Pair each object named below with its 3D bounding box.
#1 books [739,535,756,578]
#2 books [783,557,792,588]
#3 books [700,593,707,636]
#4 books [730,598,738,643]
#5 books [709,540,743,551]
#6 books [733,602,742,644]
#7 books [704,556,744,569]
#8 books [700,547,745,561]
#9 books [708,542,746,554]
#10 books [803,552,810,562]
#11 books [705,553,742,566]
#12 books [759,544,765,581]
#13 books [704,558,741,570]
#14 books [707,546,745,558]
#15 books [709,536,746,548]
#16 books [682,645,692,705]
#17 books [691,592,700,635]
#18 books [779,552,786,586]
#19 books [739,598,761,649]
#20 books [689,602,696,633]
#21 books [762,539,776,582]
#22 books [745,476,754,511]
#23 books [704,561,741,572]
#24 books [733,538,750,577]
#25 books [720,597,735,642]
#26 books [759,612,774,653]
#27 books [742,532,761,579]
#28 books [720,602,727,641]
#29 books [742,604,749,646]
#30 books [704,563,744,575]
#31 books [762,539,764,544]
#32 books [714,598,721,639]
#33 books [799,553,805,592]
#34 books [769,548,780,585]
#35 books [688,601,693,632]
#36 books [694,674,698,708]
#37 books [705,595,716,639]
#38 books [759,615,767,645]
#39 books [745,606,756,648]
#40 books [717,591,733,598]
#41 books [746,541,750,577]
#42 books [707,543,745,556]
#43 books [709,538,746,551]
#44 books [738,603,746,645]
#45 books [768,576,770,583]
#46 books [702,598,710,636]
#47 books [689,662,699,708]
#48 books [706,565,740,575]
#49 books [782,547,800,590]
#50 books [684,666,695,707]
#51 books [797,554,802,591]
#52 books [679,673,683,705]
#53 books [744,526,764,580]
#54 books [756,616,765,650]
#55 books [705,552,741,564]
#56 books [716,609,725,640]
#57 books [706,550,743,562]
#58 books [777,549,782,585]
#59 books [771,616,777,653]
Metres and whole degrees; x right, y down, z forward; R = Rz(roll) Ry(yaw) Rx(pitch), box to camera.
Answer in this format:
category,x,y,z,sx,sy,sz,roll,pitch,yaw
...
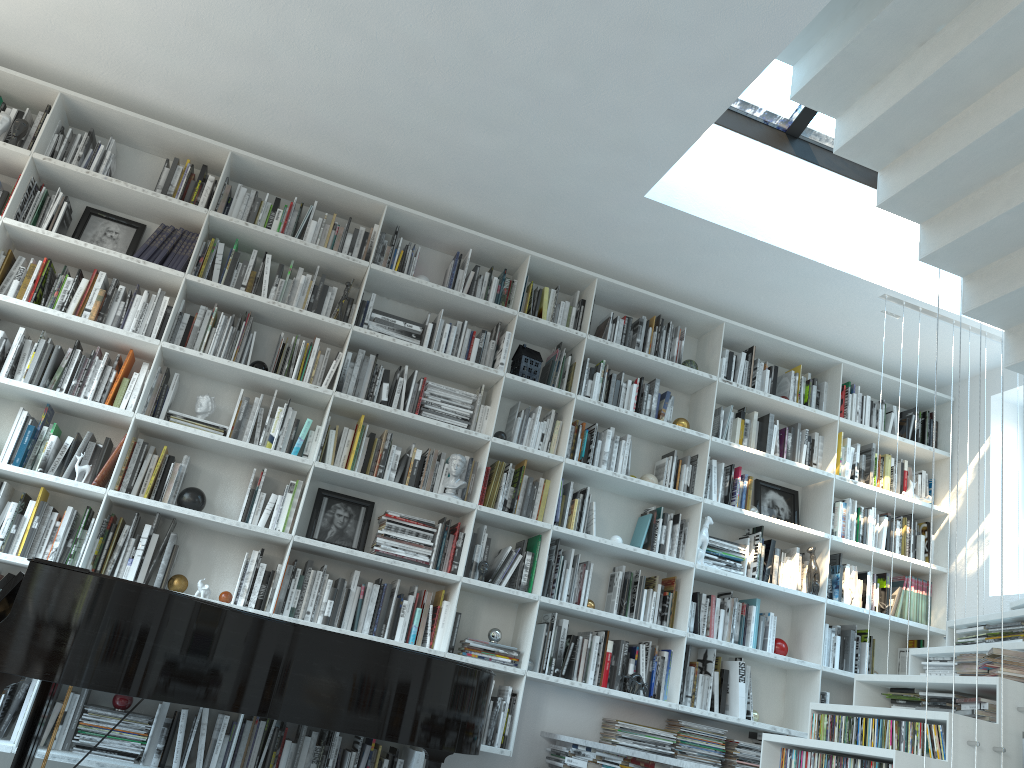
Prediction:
category,x,y,z,sx,sy,sz,roll,pitch,yaw
books,1.352,1.024,5.144,0.012,0.284,0.160,17,-21,-14
books,1.570,1.126,5.191,0.025,0.212,0.156,17,-21,-14
books,1.022,1.297,4.939,0.024,0.246,0.144,17,-21,-14
books,1.196,1.334,4.963,0.012,0.261,0.187,17,-21,-14
books,1.177,0.936,5.104,0.254,0.012,0.161,16,-21,-12
books,1.226,1.359,4.992,0.026,0.245,0.166,17,-21,-14
books,1.157,1.024,5.070,0.285,0.012,0.160,18,-21,-16
books,1.169,0.979,5.085,0.285,0.012,0.160,18,-22,-17
books,1.175,0.947,5.099,0.285,0.012,0.160,16,-21,-12
books,1.726,1.143,5.250,0.029,0.282,0.139,17,-21,-14
books,1.161,1.011,5.068,0.254,0.012,0.161,19,-22,-19
books,1.392,1.052,5.128,0.030,0.235,0.179,17,-21,-14
books,1.153,1.035,5.065,0.254,0.012,0.161,16,-21,-12
books,1.170,0.969,5.091,0.285,0.012,0.160,16,-21,-12
books,1.182,0.914,5.112,0.285,0.012,0.160,16,-21,-12
books,0.921,1.588,4.831,0.013,0.325,0.131,17,-21,-14
books,0.992,1.285,4.920,0.047,0.243,0.178,17,-21,-14
books,1.545,1.110,5.194,0.028,0.234,0.129,17,-21,-14
books,1.328,1.364,5.010,0.026,0.289,0.181,17,-21,-14
books,0.961,1.305,4.906,0.022,0.183,0.163,17,-21,-14
books,1.449,1.049,5.154,0.059,0.281,0.167,17,-21,-14
books,1.352,0.676,5.224,0.026,0.243,0.178,17,-21,-14
books,1.152,1.045,5.057,0.254,0.012,0.161,16,-21,-10
books,1.312,1.023,5.119,0.012,0.253,0.161,17,-21,-14
books,1.166,1.326,4.950,0.028,0.254,0.192,17,-21,-14
books,1.415,1.421,5.034,0.025,0.234,0.182,17,-21,-14
books,1.372,1.013,5.125,0.011,0.299,0.184,17,-21,-14
books,1.138,1.339,4.962,0.012,0.228,0.179,17,-21,-14
books,1.279,1.374,5.013,0.012,0.253,0.161,17,-21,-14
books,1.151,1.055,5.051,0.285,0.012,0.160,15,-21,-9
books,1.411,1.043,5.157,0.014,0.279,0.131,17,-21,-14
books,1.095,1.322,4.954,0.026,0.238,0.177,17,-21,-14
books,1.657,1.130,5.212,0.024,0.254,0.145,17,-21,-14
books,1.495,1.085,5.166,0.031,0.241,0.147,17,-21,-14
books,0.940,1.299,4.903,0.023,0.186,0.160,17,-21,-14
books,0.965,1.655,4.815,0.025,0.209,0.137,17,-21,-14
books,1.068,1.304,4.933,0.045,0.245,0.186,17,-21,-14
books,1.382,1.422,5.032,0.037,0.218,0.140,17,-21,-14
books,1.302,1.377,4.992,0.023,0.243,0.190,17,-21,-14
books,1.183,1.318,4.982,0.013,0.298,0.148,17,-21,-14
books,1.321,1.036,5.138,0.023,0.246,0.138,17,-21,-14
books,1.175,0.956,5.089,0.285,0.012,0.160,19,-22,-19
books,1.180,0.925,5.108,0.285,0.012,0.160,18,-21,-16
books,1.251,1.358,4.979,0.014,0.248,0.177,17,-21,-14
books,1.472,1.069,5.186,0.010,0.277,0.129,17,-21,-14
books,1.040,1.309,4.928,0.011,0.222,0.163,17,-21,-14
books,0.953,1.631,4.806,0.015,0.242,0.157,17,-21,-14
books,1.148,1.067,5.049,0.254,0.012,0.161,19,-22,-18
books,1.605,1.099,5.184,0.021,0.270,0.192,17,-21,-14
books,0.930,1.642,4.806,0.023,0.213,0.164,17,-21,-14
books,1.630,1.123,5.189,0.041,0.238,0.177,17,-21,-14
books,0.888,1.634,4.807,0.033,0.212,0.140,17,-21,-14
books,1.386,0.997,5.134,0.010,0.338,0.180,17,-21,-14
books,1.354,1.416,5.007,0.030,0.200,0.190,17,-21,-14
books,1.160,1.003,5.082,0.254,0.012,0.161,17,-21,-14
books,1.118,1.352,4.940,0.028,0.181,0.186,17,-21,-14
books,1.168,0.989,5.077,0.254,0.012,0.161,15,-21,-9
books,1.519,1.095,5.191,0.031,0.249,0.133,17,-21,-14
books,1.437,1.434,5.039,0.027,0.222,0.170,17,-21,-14
